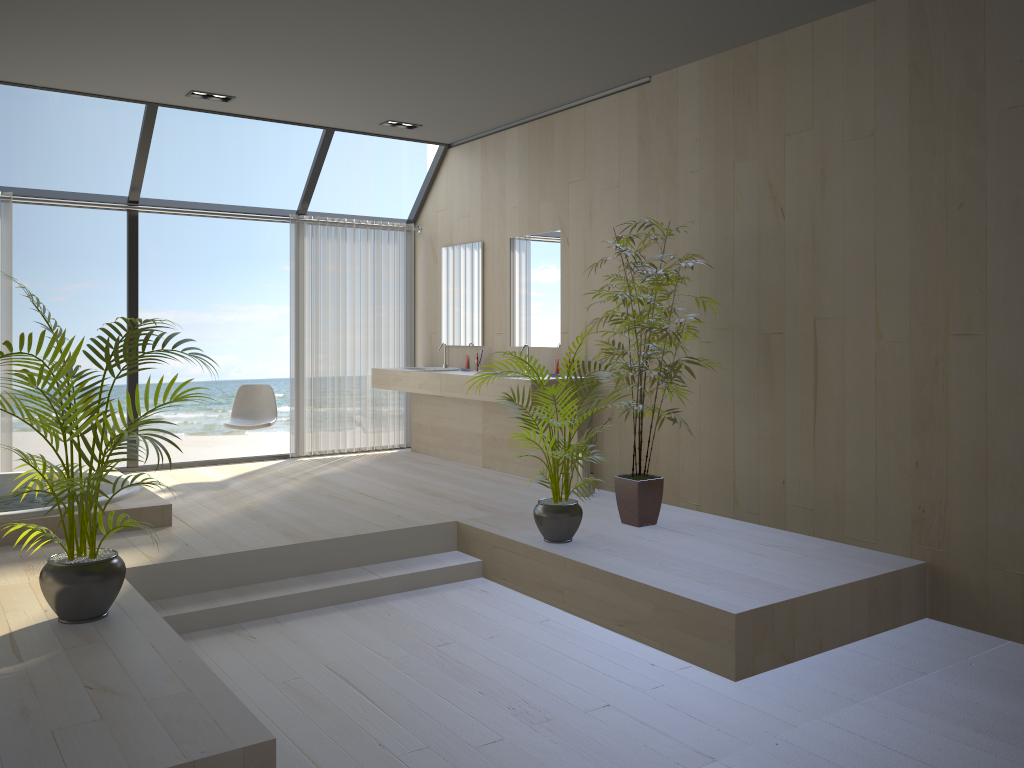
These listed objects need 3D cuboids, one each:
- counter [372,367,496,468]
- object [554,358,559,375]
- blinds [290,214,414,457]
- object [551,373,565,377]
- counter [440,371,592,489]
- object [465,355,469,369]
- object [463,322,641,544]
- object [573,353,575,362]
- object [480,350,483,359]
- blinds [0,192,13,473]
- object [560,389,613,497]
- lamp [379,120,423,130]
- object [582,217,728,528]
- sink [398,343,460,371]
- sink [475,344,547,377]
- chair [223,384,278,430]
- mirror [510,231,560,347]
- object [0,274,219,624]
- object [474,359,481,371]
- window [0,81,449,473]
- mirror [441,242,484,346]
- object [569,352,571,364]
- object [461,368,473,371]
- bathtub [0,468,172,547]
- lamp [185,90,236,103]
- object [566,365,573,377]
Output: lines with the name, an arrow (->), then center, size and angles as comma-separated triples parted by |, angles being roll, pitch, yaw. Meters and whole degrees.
counter -> -0.682, 0.273, 7.564 | 0.550, 0.790, 1.206 | -1, 2, -35
object -> 0.320, -0.115, 6.336 | 0.039, 0.135, 0.039 | 0, 0, 6
blinds -> -1.415, -0.433, 7.894 | 1.183, 2.070, 0.084 | -1, 0, -35
object -> 0.323, -0.062, 6.256 | 0.104, 0.029, 0.032 | 0, 2, 5
counter -> 0.009, 0.331, 6.576 | 0.550, 0.790, 1.206 | -1, 2, -35
object -> -0.371, -0.173, 7.325 | 0.039, 0.135, 0.039 | 0, 0, 14
object -> 0.195, 0.240, 4.615 | 0.916, 1.157, 0.751 | 0, 1, -1
object -> 0.426, -0.137, 6.293 | 0.054, 0.175, 0.012 | 0, 0, -10
object -> -0.265, -0.194, 7.281 | 0.054, 0.175, 0.012 | 0, 0, -10
blinds -> -4.083, -0.323, 6.029 | 1.183, 2.070, 0.084 | -1, 0, -35
object -> 0.526, 0.378, 6.037 | 0.274, 0.749, 0.407 | 0, 1, 43
lamp -> -0.888, -2.122, 7.080 | 0.301, 0.112, 0.164 | -2, 3, -35
object -> 0.784, -0.074, 5.079 | 0.787, 1.756, 0.936 | 0, 1, -10
sink -> -0.702, -0.138, 7.510 | 0.504, 0.419, 0.574 | -1, 2, -32
sink -> -0.010, -0.081, 6.522 | 0.504, 0.419, 0.574 | -1, 2, -32
chair -> -2.064, 0.185, 7.012 | 0.369, 0.347, 0.455 | 0, 2, -6
mirror -> 0.183, -0.717, 6.804 | 0.023, 0.868, 0.654 | 0, 1, -35
object -> -1.621, 0.221, 3.452 | 0.873, 1.345, 1.065 | 1, 1, 44
object -> -0.281, -0.153, 7.279 | 0.058, 0.100, 0.058 | 0, 1, -28
window -> -2.631, -0.711, 6.809 | 4.562, 2.813, 0.745 | -2, 1, -35
mirror -> -0.434, -0.765, 7.637 | 0.023, 0.868, 0.654 | 0, 1, -35
object -> 0.408, -0.136, 6.261 | 0.012, 0.178, 0.050 | 0, 0, 4
object -> -0.368, -0.119, 7.244 | 0.104, 0.029, 0.032 | 0, 2, 5
bathtub -> -3.137, 0.740, 5.151 | 1.822, 0.698, 1.648 | -2, 3, -35
lamp -> -2.118, -2.071, 6.219 | 0.301, 0.112, 0.164 | -2, 3, -35
object -> 0.410, -0.095, 6.291 | 0.058, 0.100, 0.058 | 0, 1, -25
